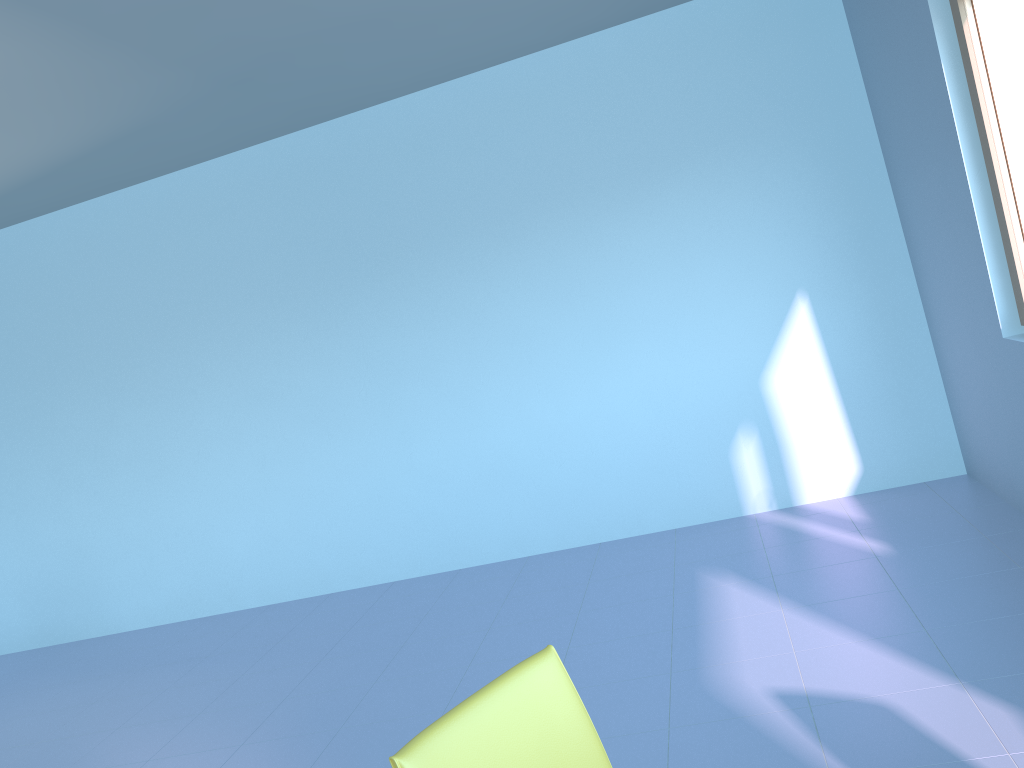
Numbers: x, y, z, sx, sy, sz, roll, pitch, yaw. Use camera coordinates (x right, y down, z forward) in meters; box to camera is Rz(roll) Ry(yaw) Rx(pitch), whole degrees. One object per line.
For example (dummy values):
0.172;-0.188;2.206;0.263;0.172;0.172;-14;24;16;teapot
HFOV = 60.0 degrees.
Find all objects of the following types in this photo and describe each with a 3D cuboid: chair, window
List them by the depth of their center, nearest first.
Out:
0.192;0.764;1.182;0.484;0.695;0.387;-11;6;43;chair
1.500;-0.699;2.349;0.142;1.263;1.475;-14;4;12;window
